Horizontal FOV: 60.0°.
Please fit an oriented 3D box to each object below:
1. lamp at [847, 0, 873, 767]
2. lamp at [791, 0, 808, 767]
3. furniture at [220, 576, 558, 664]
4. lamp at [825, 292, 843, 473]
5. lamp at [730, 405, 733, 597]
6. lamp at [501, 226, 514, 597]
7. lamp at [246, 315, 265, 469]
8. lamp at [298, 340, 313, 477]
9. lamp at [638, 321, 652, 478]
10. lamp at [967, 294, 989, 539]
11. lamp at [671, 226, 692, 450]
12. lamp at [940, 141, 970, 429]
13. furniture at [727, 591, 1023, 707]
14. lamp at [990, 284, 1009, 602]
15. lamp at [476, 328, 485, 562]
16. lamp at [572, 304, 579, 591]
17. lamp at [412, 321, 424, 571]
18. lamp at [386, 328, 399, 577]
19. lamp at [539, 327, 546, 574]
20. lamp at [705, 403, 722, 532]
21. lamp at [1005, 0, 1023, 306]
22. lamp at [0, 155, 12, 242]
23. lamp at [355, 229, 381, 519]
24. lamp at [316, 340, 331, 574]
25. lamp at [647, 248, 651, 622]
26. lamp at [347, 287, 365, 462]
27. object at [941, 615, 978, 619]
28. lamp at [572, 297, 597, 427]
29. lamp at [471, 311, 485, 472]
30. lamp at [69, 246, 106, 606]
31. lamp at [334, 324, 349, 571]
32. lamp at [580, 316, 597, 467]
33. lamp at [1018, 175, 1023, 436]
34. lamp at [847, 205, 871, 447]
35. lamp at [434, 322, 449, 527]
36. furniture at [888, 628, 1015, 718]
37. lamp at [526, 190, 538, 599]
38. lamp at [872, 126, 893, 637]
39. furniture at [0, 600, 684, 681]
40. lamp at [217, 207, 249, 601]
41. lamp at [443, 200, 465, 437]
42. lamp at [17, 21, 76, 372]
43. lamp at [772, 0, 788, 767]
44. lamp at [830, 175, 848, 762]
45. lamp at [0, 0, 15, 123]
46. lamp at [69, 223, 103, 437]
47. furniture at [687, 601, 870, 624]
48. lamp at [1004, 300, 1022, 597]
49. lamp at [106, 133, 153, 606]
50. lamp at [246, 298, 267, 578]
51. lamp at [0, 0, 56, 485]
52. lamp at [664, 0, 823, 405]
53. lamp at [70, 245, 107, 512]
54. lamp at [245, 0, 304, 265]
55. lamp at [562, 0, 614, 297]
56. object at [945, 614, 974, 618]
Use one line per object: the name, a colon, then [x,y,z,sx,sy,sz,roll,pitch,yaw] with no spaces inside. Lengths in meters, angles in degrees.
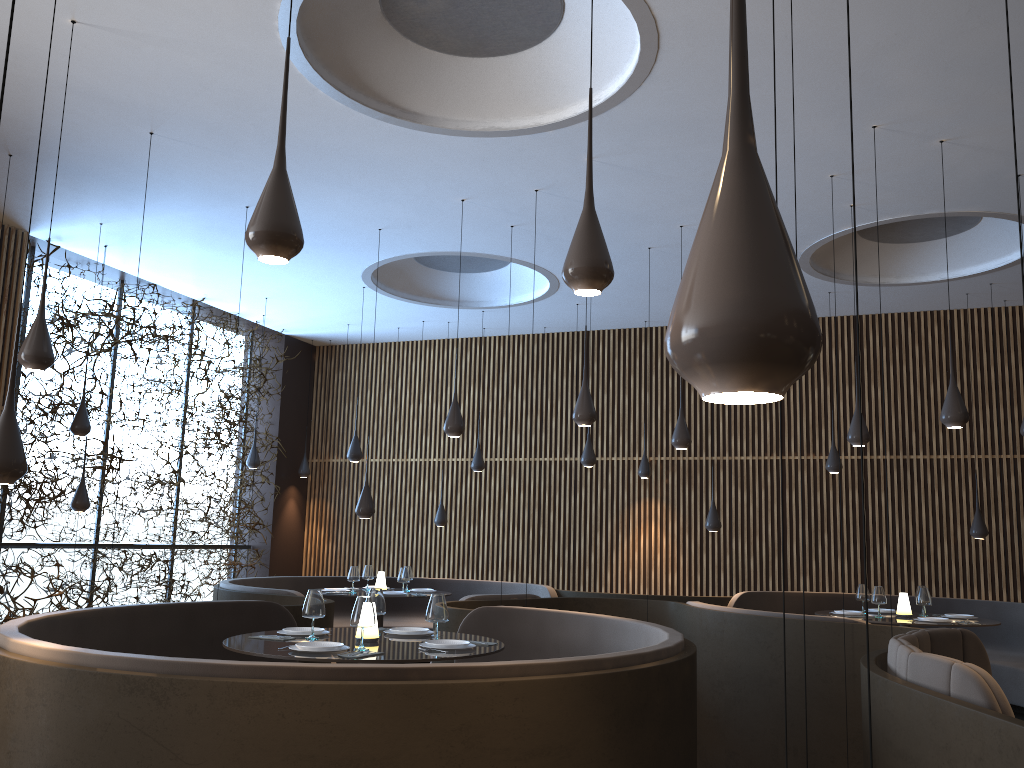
lamp: [0.913,0.426,2.295,0.196,6.251,0.196,1,-9,5]
lamp: [1.324,0.748,4.037,0.196,6.251,0.196,8,-10,-34]
furniture: [-1.357,2.834,10.198,3.883,1.043,3.807,2,-10,-3]
lamp: [3.882,-0.032,10.760,0.196,2.215,0.196,2,-9,-4]
lamp: [2.926,2.175,11.792,0.196,6.251,0.196,-4,-11,35]
lamp: [-0.088,1.499,8.476,0.196,6.251,0.196,8,-10,-34]
lamp: [-3.631,0.099,12.687,0.196,2.215,0.196,10,-12,-44]
lamp: [-3.276,0.386,14.244,0.196,2.215,0.196,10,-12,-44]
lamp: [1.866,0.207,12.420,0.196,2.215,0.196,1,-9,5]
lamp: [5.514,0.356,10.599,0.196,2.949,0.196,1,-9,5]
lamp: [1.652,-0.472,8.645,0.196,2.215,0.196,8,-10,-34]
lamp: [3.281,-0.774,6.668,0.196,2.215,0.196,8,-10,-34]
furniture: [4.416,2.790,9.200,1.984,1.043,3.943,9,-12,-37]
lamp: [5.526,1.916,9.922,0.196,6.251,0.196,-4,-11,35]
lamp: [-0.505,2.256,12.793,0.196,6.251,0.196,-4,-11,35]
lamp: [0.782,2.029,11.314,0.196,6.251,0.196,-4,-11,35]
lamp: [-1.382,2.174,12.468,0.196,6.251,0.196,-4,-11,35]
lamp: [-1.800,2.242,12.919,0.196,6.251,0.196,1,-9,5]
lamp: [0.400,2.255,12.645,0.196,6.251,0.196,10,-12,-44]
lamp: [2.441,0.302,10.784,0.196,2.949,0.196,1,-9,5]
lamp: [1.478,0.476,2.483,0.196,6.251,0.196,1,-9,5]
lamp: [-4.376,1.134,7.110,0.196,6.251,0.196,2,-9,-5]
lamp: [-1.404,-0.138,8.924,0.196,2.949,0.196,-1,-9,15]
lamp: [-3.034,2.383,13.904,0.196,6.251,0.196,10,-12,-44]
lamp: [1.382,1.636,9.011,0.196,6.251,0.196,-4,-11,35]
lamp: [-1.914,-0.135,11.104,0.196,2.215,0.196,1,-9,5]
object: [4.414,2.303,8.747,0.332,0.014,0.333,1,-10,5]
lamp: [0.604,-0.764,7.170,0.196,2.215,0.196,8,-10,-34]
lamp: [-0.431,0.087,12.112,0.196,2.215,0.196,1,-9,5]
lamp: [-4.646,1.547,9.468,0.196,6.251,0.196,10,-12,-44]
lamp: [-2.537,2.200,12.801,0.196,6.251,0.196,10,-12,-44]
lamp: [0.954,-0.096,10.868,0.196,2.215,0.196,1,-9,5]
lamp: [4.205,-0.649,7.244,0.196,2.215,0.196,-1,-9,15]
lamp: [3.096,-0.546,7.998,0.196,2.215,0.196,8,-10,-34]
lamp: [-0.966,0.553,12.730,0.196,2.949,0.196,1,-9,5]
furniture: [2.400,1.845,4.449,0.931,1.056,2.540,-3,-11,26]
lamp: [0.133,1.340,7.548,0.196,6.251,0.196,8,-10,-34]
lamp: [2.624,1.165,6.168,0.196,6.251,0.196,8,-10,-34]
furniture: [-0.930,1.994,5.278,3.880,1.114,3.806,2,-10,-4]
lamp: [-2.664,1.369,8.153,0.196,6.251,0.196,6,-9,-24]
lamp: [-0.491,-0.621,8.125,0.196,2.215,0.196,8,-10,-34]
lamp: [-2.779,-1.174,5.388,0.196,2.215,0.196,-1,-9,15]
lamp: [0.913,0.550,2.988,0.196,6.251,0.196,10,-12,-44]
lamp: [2.629,1.324,7.060,0.196,6.251,0.196,8,-10,-34]
lamp: [-1.090,0.267,1.720,0.196,6.251,0.196,-2,-10,25]
lamp: [-4.301,-0.569,9.046,0.196,2.215,0.196,8,-10,-34]
furniture: [2.355,2.544,7.929,0.901,1.043,2.538,6,-11,-27]
lamp: [6.063,2.050,10.593,0.196,6.251,0.196,10,-12,-44]
lamp: [-2.970,1.086,6.616,0.196,6.251,0.196,6,-9,-24]
lamp: [-3.389,1.935,11.445,0.196,6.251,0.196,10,-12,-44]
lamp: [-2.189,-1.022,4.087,0.196,2.949,0.196,4,-9,-14]
lamp: [0.333,-1.439,1.343,0.196,2.949,0.196,-2,-10,25]
lamp: [-4.578,-0.090,9.693,0.196,2.949,0.196,8,-10,-34]
lamp: [-0.777,-1.513,3.165,0.196,2.215,0.196,-2,-10,25]
lamp: [0.312,-1.433,3.460,0.196,2.215,0.196,-1,-9,15]
object: [4.415,2.293,8.748,0.263,0.029,0.264,-3,-11,24]
